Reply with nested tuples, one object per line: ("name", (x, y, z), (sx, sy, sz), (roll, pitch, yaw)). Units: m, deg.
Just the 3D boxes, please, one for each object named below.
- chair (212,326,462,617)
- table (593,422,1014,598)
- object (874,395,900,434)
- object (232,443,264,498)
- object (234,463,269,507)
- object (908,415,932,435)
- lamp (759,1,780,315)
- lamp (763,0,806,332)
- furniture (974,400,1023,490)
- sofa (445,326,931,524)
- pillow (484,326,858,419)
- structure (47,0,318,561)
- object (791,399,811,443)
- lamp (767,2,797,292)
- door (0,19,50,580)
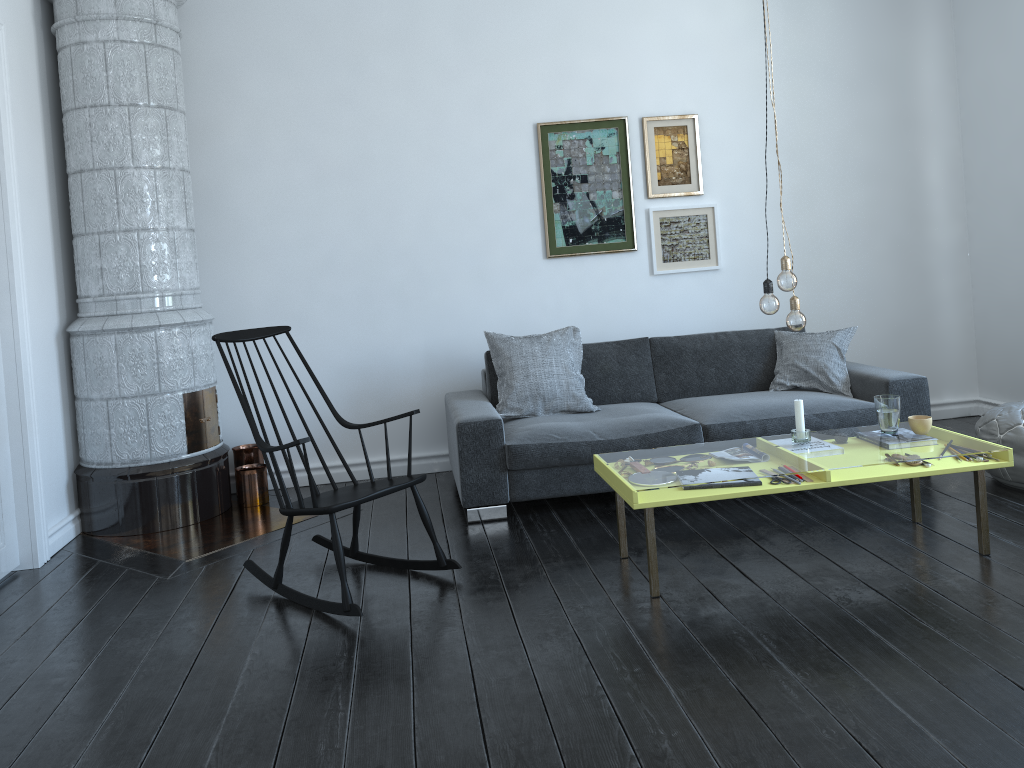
("chair", (-0.745, 0.279, 3.466), (0.903, 1.002, 0.617), (-1, 4, 38))
("table", (1.074, 0.457, 3.358), (1.402, 0.398, 0.604), (-5, 6, -7))
("object", (1.518, 0.123, 3.555), (0.097, 0.146, 0.098), (-2, 4, 44))
("object", (-1.480, 0.494, 4.972), (0.173, 0.280, 0.176), (-5, 3, -7))
("object", (-1.414, 0.553, 4.800), (0.175, 0.199, 0.172), (-6, 4, -17))
("object", (1.618, 0.165, 3.489), (0.086, 0.066, 0.087), (-2, 6, 21))
("lamp", (0.914, -1.002, 3.282), (0.086, 1.493, 0.075), (-3, 1, 44))
("lamp", (1.017, -0.942, 3.309), (0.074, 1.493, 0.089), (-4, 1, 17))
("furniture", (2.529, 0.261, 4.090), (0.680, 0.380, 0.684), (-5, 6, -7))
("sofa", (0.854, 0.126, 4.734), (2.375, 0.721, 1.091), (-5, 6, -7))
("pillow", (0.887, -0.128, 4.845), (2.055, 0.491, 0.481), (-5, 4, -3))
("structure", (-1.807, -0.732, 4.539), (1.266, 2.882, 0.783), (-3, 2, 38))
("object", (1.148, 0.145, 3.509), (0.074, 0.173, 0.075), (-3, 2, 28))
("lamp", (0.974, -1.089, 3.278), (0.074, 1.493, 0.075), (-4, 1, 40))
("door", (-2.201, -0.346, 3.450), (0.116, 2.468, 1.173), (-4, 2, -7))
